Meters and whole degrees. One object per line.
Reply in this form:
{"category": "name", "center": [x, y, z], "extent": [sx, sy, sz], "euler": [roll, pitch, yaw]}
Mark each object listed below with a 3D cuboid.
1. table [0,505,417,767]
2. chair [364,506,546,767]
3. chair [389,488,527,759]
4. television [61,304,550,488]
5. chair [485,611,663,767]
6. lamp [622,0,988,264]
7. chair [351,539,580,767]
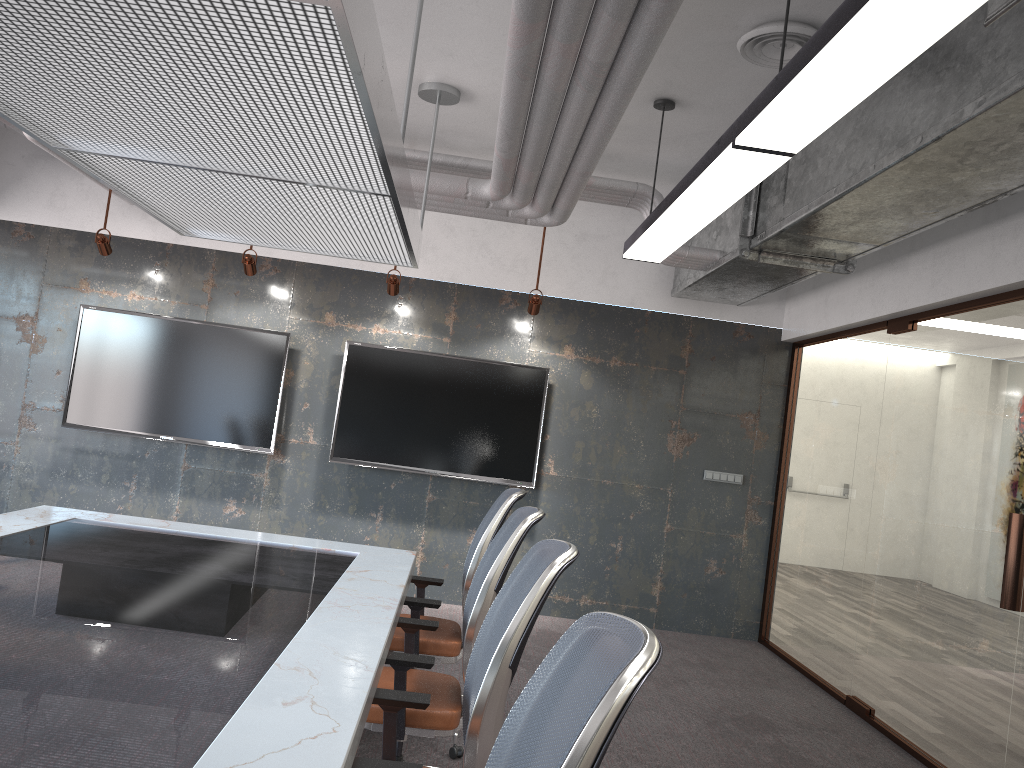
{"category": "table", "center": [-1.324, 0.995, 1.782], "extent": [1.898, 0.745, 5.498], "euler": [8, -3, -3]}
{"category": "chair", "center": [-0.346, 0.988, 3.212], "extent": [0.828, 1.166, 0.789], "euler": [10, -4, -39]}
{"category": "chair", "center": [-0.399, 1.027, 4.158], "extent": [0.828, 1.166, 0.789], "euler": [10, -4, -39]}
{"category": "television", "center": [-1.577, 0.104, 6.946], "extent": [3.667, 0.960, 0.101], "euler": [8, -3, -3]}
{"category": "chair", "center": [-0.239, 0.909, 1.321], "extent": [0.828, 1.166, 0.789], "euler": [10, -4, -39]}
{"category": "lamp", "center": [-0.979, -1.508, 1.818], "extent": [4.126, 0.908, 6.097], "euler": [8, -3, -3]}
{"category": "chair", "center": [-0.293, 0.949, 2.267], "extent": [0.828, 1.166, 0.789], "euler": [10, -4, -39]}
